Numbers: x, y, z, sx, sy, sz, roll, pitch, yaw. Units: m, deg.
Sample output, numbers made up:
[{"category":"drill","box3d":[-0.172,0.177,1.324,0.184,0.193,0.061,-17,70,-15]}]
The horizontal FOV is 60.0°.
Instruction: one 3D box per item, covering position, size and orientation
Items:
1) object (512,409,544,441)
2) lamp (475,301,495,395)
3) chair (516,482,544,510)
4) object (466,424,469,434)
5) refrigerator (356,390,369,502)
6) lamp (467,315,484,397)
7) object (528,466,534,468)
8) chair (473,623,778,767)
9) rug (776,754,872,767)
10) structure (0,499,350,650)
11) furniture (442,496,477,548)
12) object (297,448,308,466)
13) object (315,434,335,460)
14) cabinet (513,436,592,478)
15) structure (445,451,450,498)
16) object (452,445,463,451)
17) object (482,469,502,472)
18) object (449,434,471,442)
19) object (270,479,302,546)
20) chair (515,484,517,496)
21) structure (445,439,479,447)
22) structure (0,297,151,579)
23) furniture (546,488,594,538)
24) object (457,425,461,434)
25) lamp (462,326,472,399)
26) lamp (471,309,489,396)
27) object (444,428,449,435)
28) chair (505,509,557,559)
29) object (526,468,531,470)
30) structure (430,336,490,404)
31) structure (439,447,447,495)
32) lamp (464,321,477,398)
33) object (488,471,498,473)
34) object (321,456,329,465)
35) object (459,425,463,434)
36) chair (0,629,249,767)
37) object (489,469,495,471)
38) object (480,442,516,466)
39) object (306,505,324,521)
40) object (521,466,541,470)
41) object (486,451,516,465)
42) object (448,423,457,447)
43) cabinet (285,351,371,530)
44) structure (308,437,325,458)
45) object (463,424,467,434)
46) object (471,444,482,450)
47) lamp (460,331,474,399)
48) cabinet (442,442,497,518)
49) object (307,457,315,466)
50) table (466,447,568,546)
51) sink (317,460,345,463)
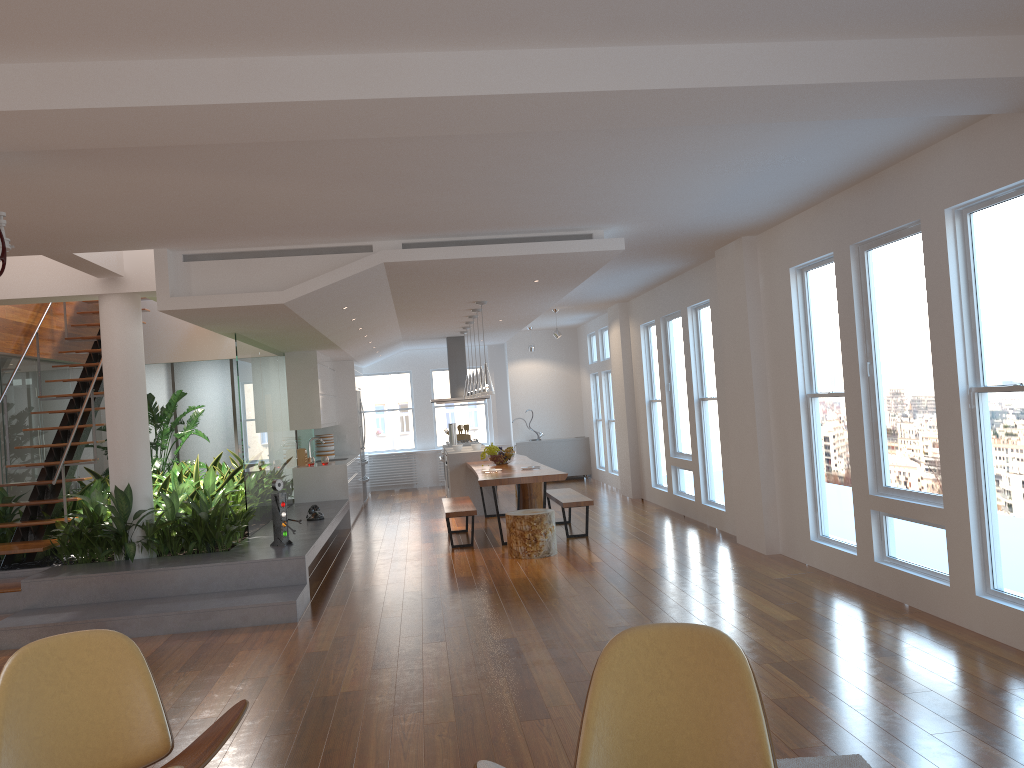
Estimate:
[{"category":"object","box3d":[0.298,0.733,15.747,0.590,0.563,0.210,-3,-1,-35]},{"category":"lamp","box3d":[-0.293,-0.413,9.378,0.160,1.060,0.160,-5,-1,21]},{"category":"chair","box3d":[0.240,1.444,11.565,0.396,0.455,0.402,-4,-1,-16]},{"category":"object","box3d":[-0.717,0.802,14.400,0.057,0.294,0.030,-4,-1,-6]},{"category":"refrigerator","box3d":[-2.681,1.016,14.147,0.725,1.772,0.908,-4,-1,-6]},{"category":"lamp","box3d":[-0.444,-0.373,10.816,0.160,1.060,0.160,-5,-1,21]},{"category":"object","box3d":[0.207,0.909,9.655,0.079,0.030,0.070,-5,-2,37]},{"category":"chair","box3d":[0.454,1.094,2.226,0.856,0.752,0.867,-5,-2,44]},{"category":"rug","box3d":[-0.381,1.475,1.616,3.525,0.057,3.478,-4,-1,-2]},{"category":"structure","box3d":[-3.344,1.686,8.869,3.088,0.386,5.584,-4,-1,-6]},{"category":"furniture","box3d":[-0.571,1.491,9.592,0.316,0.389,1.433,-4,-1,-6]},{"category":"object","box3d":[-2.752,0.959,11.635,0.104,0.222,0.200,-4,-1,-6]},{"category":"object","box3d":[-2.731,0.919,12.945,0.267,0.356,0.266,-4,-1,20]},{"category":"cabinet","box3d":[0.721,1.351,15.818,1.309,0.725,0.420,-4,-1,-6]},{"category":"structure","box3d":[-0.895,1.281,12.478,0.072,0.648,0.644,-4,-1,-6]},{"category":"object","box3d":[-0.739,0.872,12.051,0.152,0.082,0.152,-5,-1,33]},{"category":"object","box3d":[-0.216,0.945,9.658,0.222,0.020,0.222,-5,-1,34]},{"category":"object","box3d":[-0.845,0.889,14.374,0.353,0.157,0.084,-4,-1,-6]},{"category":"object","box3d":[-1.909,1.083,7.486,0.318,0.565,0.134,-5,-1,30]},{"category":"chair","box3d":[0.215,1.498,13.789,0.344,0.430,0.549,-4,-1,-2]},{"category":"structure","box3d":[-0.782,0.919,13.932,0.520,0.073,0.650,-4,-1,-6]},{"category":"structure","box3d":[-3.771,-0.361,9.549,2.552,4.265,4.591,-4,-1,-6]},{"category":"furniture","box3d":[0.612,1.409,9.718,0.316,0.389,1.433,-4,-1,-6]},{"category":"object","box3d":[-0.851,0.810,14.385,0.061,0.299,0.040,-4,-1,-8]},{"category":"lamp","box3d":[-0.594,-0.332,12.253,0.160,1.060,0.160,-5,-1,21]},{"category":"lamp","box3d":[-0.369,-0.393,10.097,0.160,1.060,0.160,-5,-1,21]},{"category":"object","box3d":[-1.005,0.838,14.367,0.199,0.259,0.016,-4,-1,4]},{"category":"chair","box3d":[0.182,1.401,8.326,0.460,0.400,0.460,-4,-1,4]},{"category":"object","box3d":[0.231,0.910,9.551,0.158,0.017,0.019,-4,-1,-11]},{"category":"structure","box3d":[-0.871,-0.409,13.932,0.909,1.405,0.900,-4,-1,-6]},{"category":"structure","box3d":[-0.793,1.347,13.907,0.649,0.735,0.890,-4,-1,-6]},{"category":"lamp","box3d":[-0.519,-0.352,11.534,0.160,1.060,0.160,-5,-1,21]},{"category":"object","box3d":[-0.216,0.945,9.523,0.149,0.014,0.044,-4,-1,-7]},{"category":"object","box3d":[-2.395,0.982,11.352,0.094,0.106,0.094,-4,-1,0]},{"category":"object","box3d":[-0.815,0.808,14.370,0.057,0.299,0.019,-4,-1,-6]},{"category":"chair","box3d":[-1.258,1.227,2.765,0.856,0.752,0.867,-4,-1,-1]},{"category":"object","box3d":[-0.217,0.939,9.658,0.070,0.030,0.079,-3,-2,-43]},{"category":"object","box3d":[-0.157,0.835,10.662,0.394,0.284,0.292,-3,-2,-42]},{"category":"object","box3d":[-2.057,1.331,9.190,0.216,0.155,0.181,-3,-2,-41]},{"category":"object","box3d":[0.207,0.915,9.655,0.222,0.020,0.222,-4,-1,-14]},{"category":"object","box3d":[-0.126,0.896,10.649,0.360,0.159,0.360,-3,-2,-43]},{"category":"object","box3d":[-0.887,0.775,13.464,0.120,0.356,0.172,-5,-2,42]},{"category":"cabinet","box3d":[-2.674,0.784,13.407,0.676,2.280,4.565,-4,-1,-6]},{"category":"structure","box3d":[-2.724,1.003,12.385,0.248,0.536,0.115,-4,-1,-6]},{"category":"object","box3d":[-0.752,0.804,14.379,0.068,0.298,0.039,-4,-1,-6]},{"category":"object","box3d":[-0.478,0.851,11.955,0.152,0.082,0.152,-5,-2,45]},{"category":"lamp","box3d":[-0.669,-0.311,12.972,0.160,1.060,0.160,-5,-1,21]},{"category":"cabinet","box3d":[-0.657,1.343,13.008,0.597,0.832,2.936,-4,-1,-6]},{"category":"object","box3d":[-2.580,0.995,11.379,0.094,0.106,0.094,-4,-1,0]},{"category":"table","box3d":[-0.175,1.345,11.653,0.893,0.704,5.996,-4,-1,-6]},{"category":"sink","box3d":[-2.514,1.185,12.374,0.449,0.192,0.666,-4,-1,-6]}]
